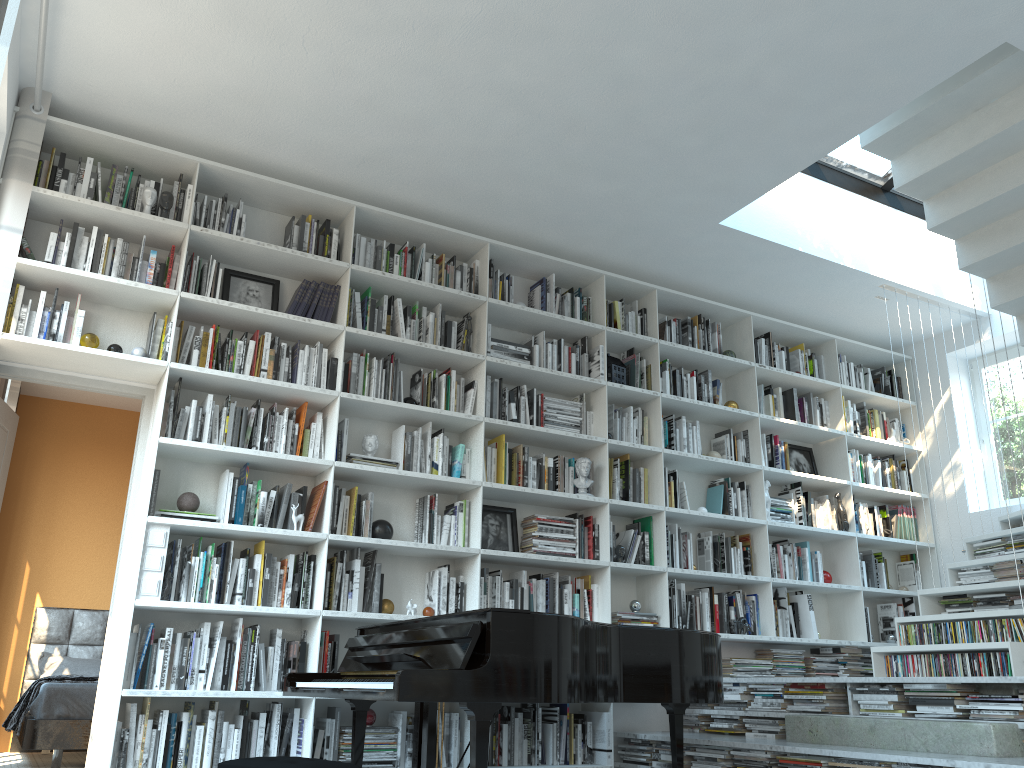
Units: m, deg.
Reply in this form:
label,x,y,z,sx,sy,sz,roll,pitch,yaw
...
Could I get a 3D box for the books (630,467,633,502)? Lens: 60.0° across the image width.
label,x,y,z,sx,sy,sz,roll,pitch,yaw
books,0.697,0.662,5.567,0.033,0.252,0.175,11,-21,-27

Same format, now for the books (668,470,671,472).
label,x,y,z,sx,sy,sz,roll,pitch,yaw
books,1.011,0.717,5.783,0.011,0.299,0.089,11,-21,-27

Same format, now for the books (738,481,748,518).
label,x,y,z,sx,sy,sz,roll,pitch,yaw
books,1.513,0.806,5.973,0.012,0.272,0.184,11,-21,-27

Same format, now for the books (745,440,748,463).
label,x,y,z,sx,sy,sz,roll,pitch,yaw
books,1.563,0.503,6.114,0.012,0.205,0.170,11,-21,-27

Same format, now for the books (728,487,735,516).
label,x,y,z,sx,sy,sz,roll,pitch,yaw
books,1.414,0.817,5.925,0.013,0.218,0.187,11,-21,-27

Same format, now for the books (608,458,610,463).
label,x,y,z,sx,sy,sz,roll,pitch,yaw
books,0.552,0.612,5.490,0.035,0.292,0.145,11,-21,-27

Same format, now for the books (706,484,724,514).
label,x,y,z,sx,sy,sz,roll,pitch,yaw
books,1.348,0.799,5.909,0.056,0.240,0.154,11,-21,-27

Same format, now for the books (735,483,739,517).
label,x,y,z,sx,sy,sz,roll,pitch,yaw
books,1.458,0.807,5.958,0.015,0.258,0.152,11,-21,-27

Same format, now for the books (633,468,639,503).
label,x,y,z,sx,sy,sz,roll,pitch,yaw
books,0.730,0.665,5.555,0.027,0.241,0.189,11,-21,-27

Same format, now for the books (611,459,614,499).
label,x,y,z,sx,sy,sz,roll,pitch,yaw
books,0.580,0.622,5.516,0.035,0.292,0.145,11,-21,-27

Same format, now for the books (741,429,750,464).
label,x,y,z,sx,sy,sz,roll,pitch,yaw
books,1.574,0.469,6.124,0.005,0.277,0.183,11,-21,-27

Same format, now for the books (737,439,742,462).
label,x,y,z,sx,sy,sz,roll,pitch,yaw
books,1.513,0.498,6.095,0.013,0.201,0.174,11,-21,-27

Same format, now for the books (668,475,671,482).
label,x,y,z,sx,sy,sz,roll,pitch,yaw
books,0.969,0.720,5.706,0.008,0.241,0.169,11,-21,-27

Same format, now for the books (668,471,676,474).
label,x,y,z,sx,sy,sz,roll,pitch,yaw
books,1.013,0.714,5.734,0.006,0.272,0.167,11,-21,-27

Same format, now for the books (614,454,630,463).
label,x,y,z,sx,sy,sz,roll,pitch,yaw
books,0.684,0.618,5.569,0.022,0.336,0.169,11,-21,-27

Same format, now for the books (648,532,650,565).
label,x,y,z,sx,sy,sz,roll,pitch,yaw
books,0.799,1.041,5.498,0.021,0.225,0.148,11,-21,-27

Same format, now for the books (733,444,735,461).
label,x,y,z,sx,sy,sz,roll,pitch,yaw
books,1.463,0.470,6.081,0.016,0.243,0.152,11,-21,-27

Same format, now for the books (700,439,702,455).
label,x,y,z,sx,sy,sz,roll,pitch,yaw
books,1.215,0.418,5.958,0.034,0.253,0.161,11,-21,-27

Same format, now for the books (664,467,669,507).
label,x,y,z,sx,sy,sz,roll,pitch,yaw
books,0.933,0.687,5.666,0.013,0.278,0.192,11,-21,-27

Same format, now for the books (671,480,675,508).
label,x,y,z,sx,sy,sz,roll,pitch,yaw
books,0.991,0.736,5.704,0.007,0.211,0.158,11,-21,-27

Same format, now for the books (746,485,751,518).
label,x,y,z,sx,sy,sz,roll,pitch,yaw
books,1.544,0.824,5.991,0.011,0.251,0.169,11,-21,-27

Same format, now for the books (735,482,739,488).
label,x,y,z,sx,sy,sz,roll,pitch,yaw
books,1.483,0.808,5.982,0.032,0.273,0.155,11,-21,-27

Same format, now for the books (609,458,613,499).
label,x,y,z,sx,sy,sz,roll,pitch,yaw
books,0.576,0.615,5.498,0.035,0.292,0.145,11,-21,-27

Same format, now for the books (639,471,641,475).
label,x,y,z,sx,sy,sz,roll,pitch,yaw
books,0.760,0.682,5.600,0.028,0.238,0.146,11,-21,-27

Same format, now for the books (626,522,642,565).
label,x,y,z,sx,sy,sz,roll,pitch,yaw
books,0.755,1.008,5.494,0.013,0.284,0.139,11,-21,-27

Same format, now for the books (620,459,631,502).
label,x,y,z,sx,sy,sz,roll,pitch,yaw
books,0.681,0.632,5.541,0.019,0.292,0.182,11,-21,-27

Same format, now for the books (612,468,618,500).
label,x,y,z,sx,sy,sz,roll,pitch,yaw
books,0.601,0.651,5.508,0.015,0.231,0.180,11,-21,-27

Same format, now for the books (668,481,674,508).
label,x,y,z,sx,sy,sz,roll,pitch,yaw
books,0.970,0.735,5.670,0.017,0.191,0.192,11,-21,-27

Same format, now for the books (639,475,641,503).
label,x,y,z,sx,sy,sz,roll,pitch,yaw
books,0.747,0.689,5.567,0.034,0.203,0.182,11,-21,-27

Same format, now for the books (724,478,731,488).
label,x,y,z,sx,sy,sz,roll,pitch,yaw
books,1.418,0.787,5.957,0.013,0.294,0.154,11,-21,-27

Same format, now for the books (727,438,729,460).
label,x,y,z,sx,sy,sz,roll,pitch,yaw
books,1.429,0.482,6.060,0.005,0.204,0.154,11,-21,-27

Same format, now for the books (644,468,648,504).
label,x,y,z,sx,sy,sz,roll,pitch,yaw
books,0.811,0.681,5.639,0.033,0.267,0.142,11,-21,-27

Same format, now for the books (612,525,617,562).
label,x,y,z,sx,sy,sz,roll,pitch,yaw
books,0.582,0.993,5.404,0.035,0.247,0.141,11,-21,-27

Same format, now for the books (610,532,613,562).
label,x,y,z,sx,sy,sz,roll,pitch,yaw
books,0.544,1.003,5.348,0.027,0.191,0.183,11,-21,-27

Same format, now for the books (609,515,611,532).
label,x,y,z,sx,sy,sz,roll,pitch,yaw
books,0.556,0.957,5.388,0.013,0.305,0.141,11,-21,-27

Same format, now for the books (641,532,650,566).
label,x,y,z,sx,sy,sz,roll,pitch,yaw
books,0.782,1.035,5.476,0.029,0.222,0.171,11,-21,-27

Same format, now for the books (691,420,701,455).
label,x,y,z,sx,sy,sz,roll,pitch,yaw
books,1.192,0.396,5.924,0.024,0.271,0.170,11,-21,-27

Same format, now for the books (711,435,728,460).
label,x,y,z,sx,sy,sz,roll,pitch,yaw
books,1.418,0.475,6.061,0.015,0.219,0.140,11,-21,-27

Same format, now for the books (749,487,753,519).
label,x,y,z,sx,sy,sz,roll,pitch,yaw
books,1.570,0.834,6.010,0.010,0.244,0.159,11,-21,-27

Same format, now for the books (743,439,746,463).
label,x,y,z,sx,sy,sz,roll,pitch,yaw
books,1.543,0.498,6.099,0.013,0.203,0.174,11,-21,-27

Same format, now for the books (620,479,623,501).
label,x,y,z,sx,sy,sz,roll,pitch,yaw
books,0.644,0.692,5.547,0.030,0.180,0.132,11,-21,-27

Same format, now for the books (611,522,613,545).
label,x,y,z,sx,sy,sz,roll,pitch,yaw
books,0.562,0.981,5.395,0.012,0.265,0.158,11,-21,-27

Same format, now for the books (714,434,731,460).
label,x,y,z,sx,sy,sz,roll,pitch,yaw
books,1.438,0.471,6.067,0.012,0.231,0.154,11,-21,-27

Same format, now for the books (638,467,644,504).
label,x,y,z,sx,sy,sz,roll,pitch,yaw
books,0.783,0.672,5.611,0.032,0.265,0.143,11,-21,-27

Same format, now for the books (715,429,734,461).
label,x,y,z,sx,sy,sz,roll,pitch,yaw
books,1.455,0.453,6.068,0.015,0.266,0.164,11,-21,-27

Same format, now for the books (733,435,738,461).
label,x,y,z,sx,sy,sz,roll,pitch,yaw
books,1.487,0.483,6.092,0.016,0.227,0.160,11,-21,-27

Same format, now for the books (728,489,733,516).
label,x,y,z,sx,sy,sz,roll,pitch,yaw
books,1.406,0.819,5.919,0.006,0.209,0.188,11,-21,-27

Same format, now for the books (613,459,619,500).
label,x,y,z,sx,sy,sz,roll,pitch,yaw
books,0.618,0.624,5.523,0.019,0.293,0.164,11,-21,-27

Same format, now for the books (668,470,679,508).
label,x,y,z,sx,sy,sz,roll,pitch,yaw
books,1.021,0.710,5.741,0.013,0.286,0.159,11,-21,-27

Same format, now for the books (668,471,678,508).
label,x,y,z,sx,sy,sz,roll,pitch,yaw
books,1.010,0.714,5.726,0.006,0.269,0.179,11,-21,-27

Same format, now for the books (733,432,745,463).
label,x,y,z,sx,sy,sz,roll,pitch,yaw
books,1.531,0.471,6.102,0.016,0.256,0.176,11,-21,-27

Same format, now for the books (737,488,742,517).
label,x,y,z,sx,sy,sz,roll,pitch,yaw
books,1.473,0.824,5.952,0.012,0.223,0.178,11,-21,-27

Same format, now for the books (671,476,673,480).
label,x,y,z,sx,sy,sz,roll,pitch,yaw
books,0.996,0.727,5.724,0.017,0.242,0.133,11,-21,-27

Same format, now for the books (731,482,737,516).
label,x,y,z,sx,sy,sz,roll,pitch,yaw
books,1.444,0.802,5.950,0.018,0.262,0.165,11,-21,-27

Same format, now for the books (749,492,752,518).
label,x,y,z,sx,sy,sz,roll,pitch,yaw
books,1.551,0.850,6.005,0.023,0.211,0.165,11,-21,-27

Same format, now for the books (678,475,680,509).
label,x,y,z,sx,sy,sz,roll,pitch,yaw
books,1.036,0.731,5.752,0.007,0.253,0.161,11,-21,-27

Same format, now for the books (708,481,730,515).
label,x,y,z,sx,sy,sz,roll,pitch,yaw
books,1.385,0.792,5.924,0.021,0.263,0.174,11,-21,-27

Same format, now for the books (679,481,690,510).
label,x,y,z,sx,sy,sz,roll,pitch,yaw
books,1.075,0.751,5.736,0.051,0.209,0.177,11,-21,-27
